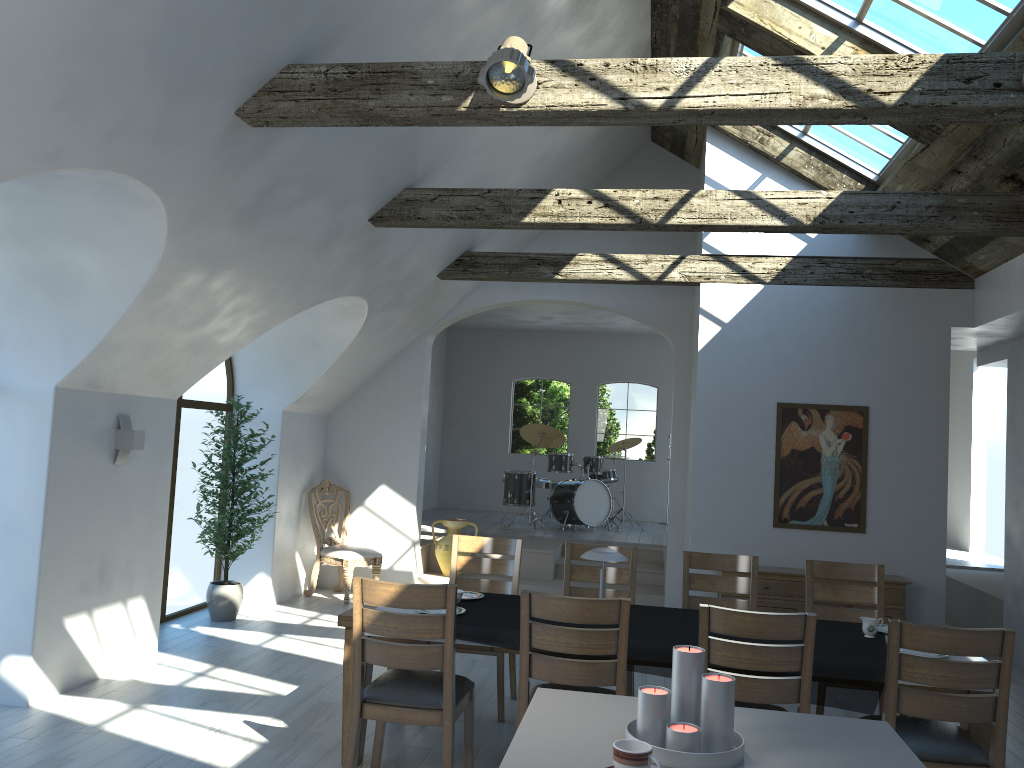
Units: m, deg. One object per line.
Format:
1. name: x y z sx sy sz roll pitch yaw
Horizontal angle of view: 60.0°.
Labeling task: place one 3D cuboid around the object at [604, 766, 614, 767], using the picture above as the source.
1. object: 0.264 0.888 1.974 0.153 0.024 0.153 3 -4 -5

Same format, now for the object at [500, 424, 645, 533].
1. object: 0.715 1.278 12.276 2.354 1.383 1.465 6 -5 -36

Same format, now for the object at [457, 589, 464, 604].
1. object: -0.321 1.145 4.740 0.130 0.081 0.124 6 -5 -38

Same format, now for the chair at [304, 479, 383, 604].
1. chair: -1.681 1.555 8.883 0.655 1.159 0.552 1 -5 34

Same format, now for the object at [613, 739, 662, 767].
1. object: 0.271 0.848 1.968 0.088 0.084 0.105 5 -4 -22

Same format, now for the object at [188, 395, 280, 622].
1. object: -2.390 1.045 7.594 0.718 1.920 0.737 1 -4 28

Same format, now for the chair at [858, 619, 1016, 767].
1. chair: 1.752 1.472 3.730 0.514 1.006 0.605 2 -4 9

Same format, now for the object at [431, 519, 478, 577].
1. object: -0.633 1.772 9.592 0.402 0.605 0.396 6 -5 -34

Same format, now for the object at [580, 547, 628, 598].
1. object: 0.476 1.039 4.641 0.251 0.362 0.251 1 -4 32

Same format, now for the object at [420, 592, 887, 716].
1. object: 0.750 1.346 4.585 2.456 0.227 1.073 2 -4 9

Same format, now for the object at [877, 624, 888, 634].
1. object: 2.009 1.296 4.656 0.250 0.017 0.253 2 -4 9

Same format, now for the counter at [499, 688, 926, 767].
1. counter: 0.483 1.363 2.134 1.029 0.879 1.029 2 -4 9

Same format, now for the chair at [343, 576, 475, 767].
1. chair: -0.454 1.378 4.085 0.514 1.006 0.605 2 -4 9

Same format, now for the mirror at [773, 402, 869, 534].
1. mirror: 2.571 0.693 7.386 0.736 1.047 0.009 2 -4 9

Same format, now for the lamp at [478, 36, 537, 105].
1. lamp: -0.005 -1.337 3.759 0.233 0.311 0.354 2 -4 9

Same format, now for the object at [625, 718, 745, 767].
1. object: 0.437 0.907 2.254 0.297 0.040 0.297 6 -5 -40

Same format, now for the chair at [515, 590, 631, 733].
1. chair: 0.281 1.409 3.966 0.514 1.006 0.605 2 -4 9

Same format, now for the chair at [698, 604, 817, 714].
1. chair: 1.016 1.440 3.848 0.514 1.006 0.605 2 -4 9

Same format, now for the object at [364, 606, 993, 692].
1. object: 0.749 1.274 4.587 2.872 0.077 1.050 2 -4 9

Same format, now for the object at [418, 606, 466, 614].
1. object: -0.363 1.162 4.541 0.250 0.017 0.253 2 -4 9

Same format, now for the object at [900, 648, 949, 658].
1. object: 1.909 1.258 4.160 0.250 0.017 0.253 2 -4 9

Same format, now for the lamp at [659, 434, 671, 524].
1. lamp: 2.405 1.449 13.607 0.232 1.383 0.238 2 -4 9

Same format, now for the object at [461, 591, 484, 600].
1. object: -0.283 1.197 5.008 0.250 0.017 0.253 2 -4 9

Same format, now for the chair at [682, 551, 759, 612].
1. chair: 1.246 1.547 5.299 0.514 1.006 0.605 2 -4 9

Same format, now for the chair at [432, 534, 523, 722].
1. chair: -0.225 1.485 5.536 0.514 1.006 0.605 2 -4 9

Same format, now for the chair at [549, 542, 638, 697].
1. chair: 0.511 1.516 5.417 0.514 1.006 0.605 2 -4 9

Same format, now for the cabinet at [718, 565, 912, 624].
1. cabinet: 2.385 1.875 7.153 1.481 0.714 0.383 2 -4 9

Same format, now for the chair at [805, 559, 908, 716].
1. chair: 1.981 1.579 5.180 0.514 1.006 0.605 2 -4 9

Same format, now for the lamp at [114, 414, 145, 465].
1. lamp: -2.477 0.364 5.752 0.127 0.325 0.127 2 -4 9

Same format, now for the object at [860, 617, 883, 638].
1. object: 1.823 1.236 4.508 0.100 0.098 0.071 5 -4 -22

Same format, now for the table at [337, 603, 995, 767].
1. table: 0.713 1.605 4.564 3.078 0.737 0.939 2 -4 9

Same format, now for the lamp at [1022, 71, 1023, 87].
1. lamp: 2.131 -1.225 3.418 0.233 0.323 0.343 2 -4 9
